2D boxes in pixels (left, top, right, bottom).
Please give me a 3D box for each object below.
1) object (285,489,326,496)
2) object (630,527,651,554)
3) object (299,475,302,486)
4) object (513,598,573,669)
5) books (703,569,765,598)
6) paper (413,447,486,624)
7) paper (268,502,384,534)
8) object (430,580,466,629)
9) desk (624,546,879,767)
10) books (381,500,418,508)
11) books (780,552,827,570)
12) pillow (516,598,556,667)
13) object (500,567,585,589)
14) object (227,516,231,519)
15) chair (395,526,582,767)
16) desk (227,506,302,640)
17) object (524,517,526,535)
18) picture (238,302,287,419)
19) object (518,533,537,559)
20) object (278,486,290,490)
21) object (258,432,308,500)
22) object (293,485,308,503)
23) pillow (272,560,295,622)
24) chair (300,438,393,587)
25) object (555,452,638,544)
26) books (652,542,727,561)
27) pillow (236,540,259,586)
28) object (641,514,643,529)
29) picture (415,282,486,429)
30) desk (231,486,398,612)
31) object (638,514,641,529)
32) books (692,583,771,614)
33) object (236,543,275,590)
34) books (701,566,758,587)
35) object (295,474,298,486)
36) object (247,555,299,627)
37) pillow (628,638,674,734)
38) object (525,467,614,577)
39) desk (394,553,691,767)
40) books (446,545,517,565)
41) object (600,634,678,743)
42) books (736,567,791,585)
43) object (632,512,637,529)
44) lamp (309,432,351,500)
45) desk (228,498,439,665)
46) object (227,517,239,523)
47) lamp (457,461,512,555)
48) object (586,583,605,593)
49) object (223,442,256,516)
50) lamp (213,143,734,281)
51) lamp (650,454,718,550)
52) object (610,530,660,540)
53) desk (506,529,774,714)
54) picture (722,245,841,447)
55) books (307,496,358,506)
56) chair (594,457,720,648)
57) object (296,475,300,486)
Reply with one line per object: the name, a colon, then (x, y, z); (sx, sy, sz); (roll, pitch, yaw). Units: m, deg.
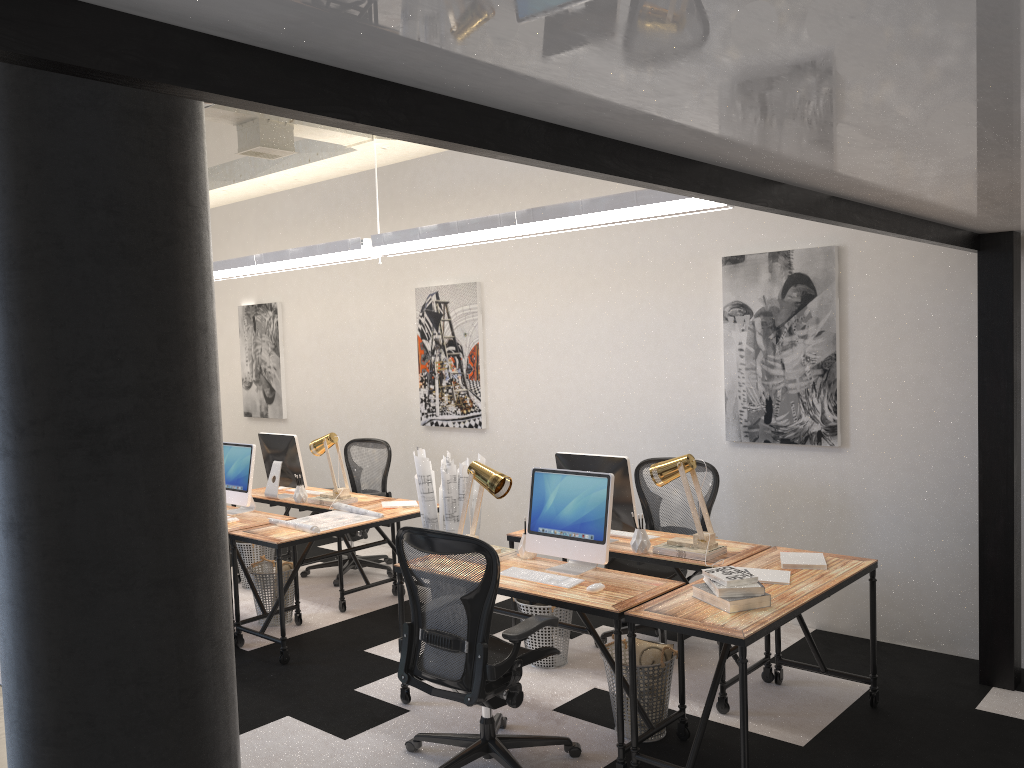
object: (-1.584, 0.837, 6.873); (0.439, 0.018, 0.118); (0, 3, 41)
object: (0.661, 0.806, 4.567); (0.101, 0.127, 0.101); (-2, 3, -3)
object: (-1.529, 0.758, 6.441); (0.008, 0.207, 0.054); (-2, 3, 7)
object: (0.196, 1.373, 5.057); (0.358, 0.435, 0.353); (0, 4, 38)
books: (0.918, 0.827, 3.688); (0.193, 0.044, 0.257); (-2, 3, -1)
paper: (-0.403, 0.979, 5.758); (0.440, 1.199, 0.412); (-1, 4, 19)
paper: (-1.198, 0.860, 5.730); (0.568, 0.061, 0.625); (0, 3, 39)
object: (-0.364, 1.390, 5.780); (0.353, 0.399, 0.353); (-2, 3, -3)
desk: (1.118, 1.243, 3.938); (0.529, 0.725, 1.400); (1, 4, 41)
books: (-0.784, 0.840, 6.190); (0.243, 0.019, 0.205); (-3, 3, -11)
books: (1.392, 0.846, 4.245); (0.200, 0.024, 0.235); (-1, 3, 15)
pillow: (0.141, 1.390, 5.002); (0.239, 0.407, 0.119); (1, 4, 42)
object: (0.130, 0.899, 4.122); (0.439, 0.018, 0.118); (0, 3, 41)
object: (-2.070, 0.893, 6.007); (0.439, 0.018, 0.118); (0, 3, 41)
chair: (-0.151, 1.116, 3.827); (0.770, 1.086, 0.791); (-1, 3, 25)
desk: (-2.096, 1.259, 6.149); (1.400, 0.725, 0.529); (0, 4, 41)
object: (0.068, 0.786, 4.542); (0.008, 0.207, 0.054); (-2, 3, 7)
picture: (-2.607, -0.238, 9.245); (0.731, 1.184, 0.049); (1, 4, 41)
object: (0.081, 0.828, 4.536); (0.101, 0.127, 0.101); (-2, 3, -3)
object: (-1.825, 0.829, 7.096); (0.059, 0.029, 0.106); (0, 4, 42)
object: (-1.758, 0.617, 6.710); (0.483, 0.486, 0.189); (1, 4, 41)
object: (-1.539, 0.800, 6.452); (0.101, 0.127, 0.101); (-2, 3, -3)
pillow: (-1.556, 1.404, 6.057); (0.239, 0.407, 0.119); (1, 4, 42)
chair: (-1.289, 1.006, 7.191); (0.770, 1.086, 0.791); (-1, 3, 25)
object: (0.441, 0.622, 4.825); (0.483, 0.486, 0.189); (1, 4, 41)
books: (0.905, 0.842, 4.515); (0.308, 0.038, 0.225); (0, 3, 42)
pillow: (-2.059, 1.385, 6.887); (0.239, 0.407, 0.119); (1, 4, 42)
object: (0.671, 0.764, 4.556); (0.008, 0.207, 0.054); (-2, 3, 7)
picture: (-0.520, -0.230, 7.401); (0.731, 1.184, 0.049); (1, 4, 41)
desk: (-1.531, 1.211, 6.777); (1.400, 0.725, 0.529); (0, 4, 41)
object: (0.660, 0.765, 4.549); (0.008, 0.207, 0.054); (0, 4, 29)
books: (0.903, 0.876, 3.670); (0.200, 0.050, 0.271); (-3, 3, -21)
object: (-2.004, 1.367, 6.942); (0.358, 0.435, 0.353); (0, 4, 38)
books: (0.903, 0.796, 3.683); (0.153, 0.030, 0.185); (-3, 3, -20)
object: (-1.555, 0.758, 6.453); (0.054, 0.207, 0.008); (-1, 4, 24)
object: (-1.613, 1.395, 6.001); (0.358, 0.435, 0.353); (0, 4, 38)
pillow: (0.644, 1.410, 4.171); (0.239, 0.407, 0.119); (1, 4, 42)
object: (0.288, 0.653, 4.257); (0.483, 0.486, 0.189); (1, 4, 41)
desk: (0.104, 1.265, 4.263); (1.400, 0.725, 0.529); (0, 4, 41)
books: (-0.160, 0.877, 4.593); (0.308, 0.038, 0.225); (0, 3, 42)
object: (0.587, 1.401, 4.115); (0.358, 0.435, 0.353); (0, 4, 38)
books: (1.132, 0.868, 4.015); (0.243, 0.019, 0.205); (-1, 3, 19)
object: (0.645, 0.764, 4.568); (0.054, 0.207, 0.008); (-1, 4, 24)
lamp: (-1.324, 0.584, 6.439); (0.344, 0.470, 0.127); (1, 4, 42)
desk: (-1.082, 1.238, 5.823); (0.529, 0.725, 1.400); (1, 4, 41)
object: (-1.829, 0.888, 5.784); (0.059, 0.029, 0.106); (0, 4, 42)
lamp: (-0.149, 0.628, 4.524); (0.344, 0.470, 0.126); (1, 4, 42)
object: (0.371, 0.893, 3.899); (0.059, 0.029, 0.106); (0, 4, 42)
object: (-1.912, 0.648, 6.142); (0.483, 0.486, 0.189); (1, 4, 41)
lamp: (-1.806, -2.184, 6.302); (7.301, 2.867, 0.226); (0, 4, 41)
lamp: (0.876, 0.590, 4.553); (0.344, 0.470, 0.127); (1, 4, 42)
object: (0.616, 0.842, 4.988); (0.439, 0.018, 0.118); (0, 3, 41)
desk: (0.669, 1.217, 4.891); (1.400, 0.725, 0.529); (0, 4, 41)
picture: (1.652, -0.222, 5.481); (0.731, 1.184, 0.049); (1, 4, 41)
books: (-1.295, 0.837, 6.400); (0.308, 0.038, 0.225); (0, 3, 42)
chair: (0.911, 1.012, 5.306); (0.770, 1.086, 0.791); (-1, 3, 25)
object: (-1.540, 0.760, 6.435); (0.008, 0.207, 0.054); (0, 4, 29)
